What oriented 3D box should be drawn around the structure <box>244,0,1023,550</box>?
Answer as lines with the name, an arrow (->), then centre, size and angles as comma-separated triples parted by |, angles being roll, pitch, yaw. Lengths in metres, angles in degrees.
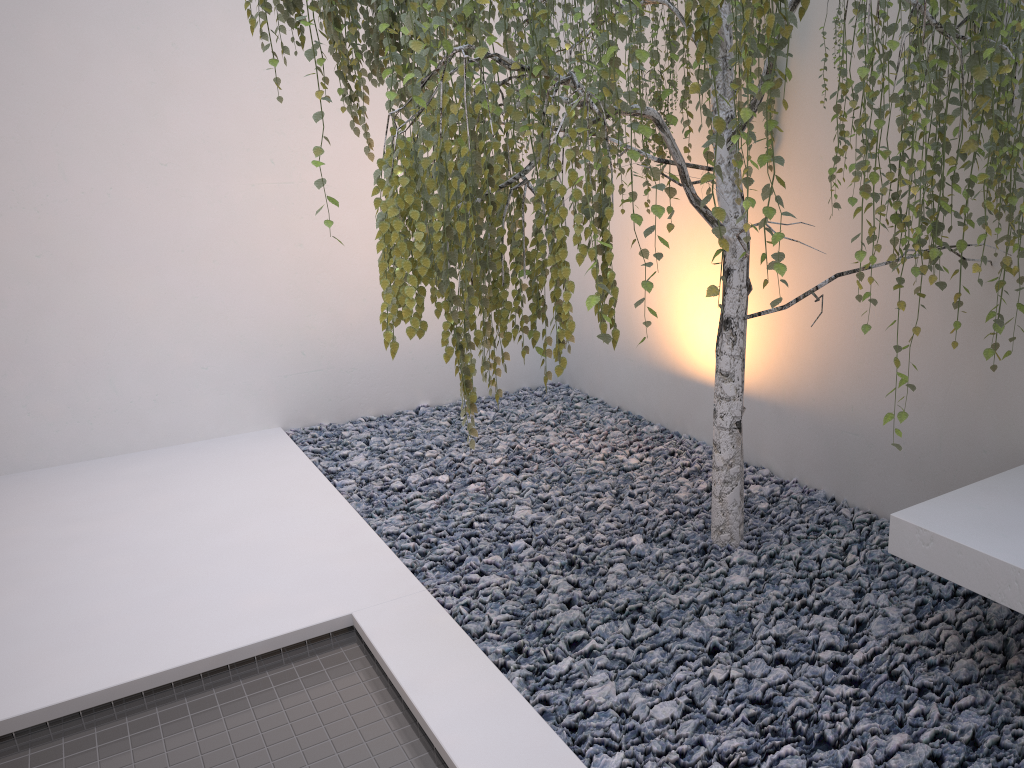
structure -> 0.314, -1.325, 2.063 | 1.992, 4.090, 2.075 | -16, 21, -32
